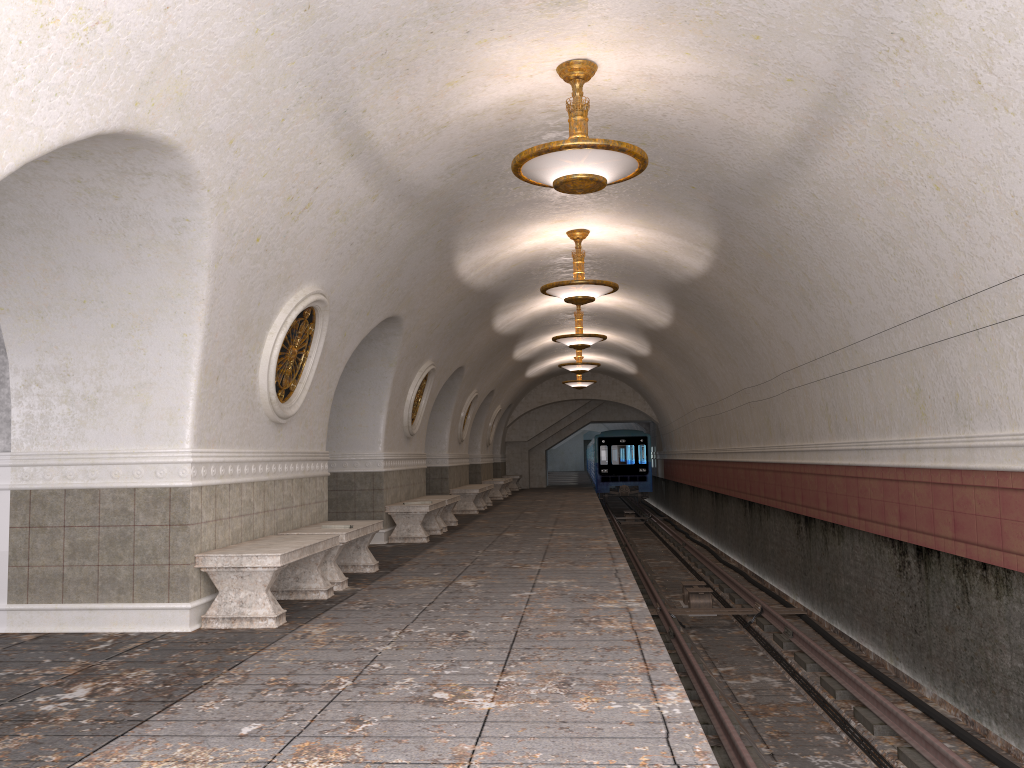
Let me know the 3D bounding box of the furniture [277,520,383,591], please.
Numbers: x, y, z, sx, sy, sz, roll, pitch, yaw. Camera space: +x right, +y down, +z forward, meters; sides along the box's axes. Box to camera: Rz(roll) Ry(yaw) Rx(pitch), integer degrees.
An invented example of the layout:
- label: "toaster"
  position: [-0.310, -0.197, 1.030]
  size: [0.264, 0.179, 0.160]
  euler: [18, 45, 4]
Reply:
- label: "furniture"
  position: [-1.691, 1.613, 8.462]
  size: [0.613, 0.508, 1.509]
  euler: [-1, -5, 4]

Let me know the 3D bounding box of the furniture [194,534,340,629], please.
- label: "furniture"
  position: [-1.818, 1.477, 6.790]
  size: [0.613, 0.508, 1.509]
  euler: [-1, -5, 4]

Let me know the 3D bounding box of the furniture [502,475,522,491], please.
- label: "furniture"
  position: [0.016, 3.442, 30.936]
  size: [0.613, 0.508, 1.509]
  euler: [-1, -5, 4]

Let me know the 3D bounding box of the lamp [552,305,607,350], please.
- label: "lamp"
  position: [1.224, -1.089, 16.198]
  size: [1.008, 0.955, 1.008]
  euler: [-3, -5, 20]

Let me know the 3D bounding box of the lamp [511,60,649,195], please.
- label: "lamp"
  position: [0.492, -1.872, 6.565]
  size: [1.008, 0.955, 1.008]
  euler: [0, -5, -12]

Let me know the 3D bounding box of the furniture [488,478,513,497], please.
- label: "furniture"
  position: [-0.333, 3.068, 26.344]
  size: [0.613, 0.508, 1.509]
  euler: [-1, -5, 4]

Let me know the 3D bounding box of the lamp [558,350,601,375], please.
- label: "lamp"
  position: [1.589, -0.698, 20.996]
  size: [1.008, 0.955, 1.008]
  euler: [-3, -5, 20]

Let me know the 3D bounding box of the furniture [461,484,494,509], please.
- label: "furniture"
  position: [-0.783, 2.586, 20.418]
  size: [0.613, 0.508, 1.509]
  euler: [-1, -5, 4]

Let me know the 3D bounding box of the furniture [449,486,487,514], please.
- label: "furniture"
  position: [-0.910, 2.450, 18.747]
  size: [0.613, 0.508, 1.509]
  euler: [-1, -5, 4]

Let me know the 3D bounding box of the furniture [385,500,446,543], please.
- label: "furniture"
  position: [-1.365, 1.963, 12.763]
  size: [0.613, 0.508, 1.509]
  euler: [-1, -5, 4]

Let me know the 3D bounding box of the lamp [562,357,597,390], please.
- label: "lamp"
  position: [1.953, -0.308, 25.797]
  size: [1.008, 0.955, 1.008]
  euler: [3, -6, -40]

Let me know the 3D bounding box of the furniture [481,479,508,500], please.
- label: "furniture"
  position: [-0.460, 2.932, 24.672]
  size: [0.613, 0.508, 1.509]
  euler: [-1, -5, 4]

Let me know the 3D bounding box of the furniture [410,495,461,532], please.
- label: "furniture"
  position: [-1.238, 2.099, 14.434]
  size: [0.613, 0.508, 1.509]
  euler: [-1, -5, 4]

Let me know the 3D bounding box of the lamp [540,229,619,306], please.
- label: "lamp"
  position: [0.860, -1.479, 11.398]
  size: [1.008, 0.955, 1.008]
  euler: [0, -5, -12]
